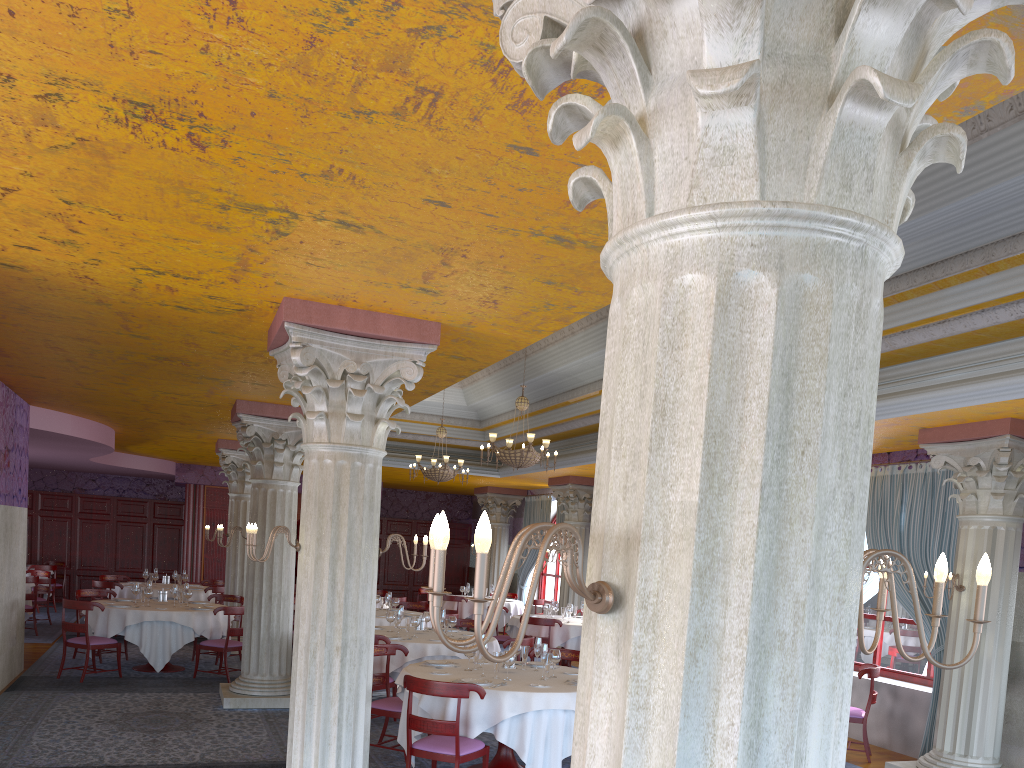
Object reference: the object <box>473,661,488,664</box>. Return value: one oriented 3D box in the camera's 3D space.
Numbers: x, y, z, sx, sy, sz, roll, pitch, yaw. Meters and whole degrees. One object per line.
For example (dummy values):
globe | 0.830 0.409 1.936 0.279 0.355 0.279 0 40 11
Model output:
object | -0.317 2.818 8.662 0.160 0.009 0.160 8 -12 -21

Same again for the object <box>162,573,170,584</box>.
object | -9.440 3.199 17.085 5.652 1.211 0.349 3 3 6

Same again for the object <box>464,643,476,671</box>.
object | -0.403 2.569 8.060 0.123 0.267 0.120 3 2 -30

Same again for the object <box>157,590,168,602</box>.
object | -5.200 3.139 12.751 0.145 0.213 0.071 4 2 -41

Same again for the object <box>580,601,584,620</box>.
object | 1.256 4.041 15.283 0.074 0.339 0.072 2 4 -30

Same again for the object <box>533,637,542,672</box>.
object | 0.248 2.627 8.320 0.074 0.339 0.072 2 4 -30

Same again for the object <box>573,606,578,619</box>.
object | 1.132 4.091 15.331 0.086 0.240 0.085 4 2 4

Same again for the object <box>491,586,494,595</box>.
object | -0.438 4.680 19.180 0.073 0.339 0.073 5 4 15

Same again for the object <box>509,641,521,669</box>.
object | 0.025 2.669 8.428 0.122 0.267 0.122 4 2 15

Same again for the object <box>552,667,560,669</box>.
object | 0.449 2.865 8.651 0.027 0.013 0.236 0 -11 24

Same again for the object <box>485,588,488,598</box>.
object | -0.602 4.832 19.768 0.086 0.240 0.085 4 2 4

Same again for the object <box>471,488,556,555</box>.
object | 3.502 3.043 12.939 2.104 3.603 29.291 4 -10 -21

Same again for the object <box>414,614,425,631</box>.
object | -1.188 3.088 11.090 0.145 0.213 0.071 4 2 -41

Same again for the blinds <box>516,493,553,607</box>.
blinds | 0.490 4.427 20.782 0.245 3.555 1.685 2 2 -20

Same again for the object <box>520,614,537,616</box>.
object | 0.294 4.135 15.303 0.312 0.024 0.318 -5 -14 38

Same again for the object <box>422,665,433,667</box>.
object | -0.755 2.697 8.172 0.252 0.003 0.022 -1 -12 23

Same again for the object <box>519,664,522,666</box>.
object | 0.121 2.873 8.782 0.022 0.003 0.258 -1 -12 23

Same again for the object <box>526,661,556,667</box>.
object | 0.290 2.866 8.743 0.318 0.024 0.313 13 -14 -40

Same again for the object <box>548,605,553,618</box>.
object | 0.667 4.019 15.123 0.086 0.240 0.084 3 3 -19

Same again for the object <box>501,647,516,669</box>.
object | -0.025 2.590 8.113 0.145 0.213 0.071 4 2 -41

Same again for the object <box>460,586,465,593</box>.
object | -1.129 4.724 19.460 0.122 0.267 0.121 4 2 -7

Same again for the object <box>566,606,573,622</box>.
object | 0.973 3.925 14.597 0.121 0.267 0.123 5 2 38

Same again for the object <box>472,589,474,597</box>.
object | -0.862 4.685 19.097 0.086 0.240 0.084 2 3 -41

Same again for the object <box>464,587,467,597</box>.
object | -1.067 4.760 19.561 0.086 0.240 0.084 2 3 -41

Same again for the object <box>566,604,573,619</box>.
object | 1.034 4.083 15.391 0.123 0.267 0.120 3 2 -30

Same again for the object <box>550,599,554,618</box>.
object | 0.715 3.996 15.241 0.073 0.339 0.074 7 4 38

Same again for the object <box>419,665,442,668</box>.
object | -0.767 2.680 8.135 0.255 0.020 0.055 -2 -11 28

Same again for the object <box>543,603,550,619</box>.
object | 0.606 3.983 15.023 0.122 0.267 0.121 4 2 -7

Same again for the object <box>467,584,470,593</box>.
object | -0.980 4.636 19.137 0.073 0.339 0.073 5 4 15

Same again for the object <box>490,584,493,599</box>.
object | -0.478 4.782 19.721 0.073 0.339 0.073 5 4 15

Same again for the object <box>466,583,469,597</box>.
object | -1.020 4.737 19.678 0.073 0.339 0.073 5 4 15

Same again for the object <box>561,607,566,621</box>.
object | 0.873 3.944 14.660 0.086 0.240 0.085 4 2 4

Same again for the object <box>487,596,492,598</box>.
object | -0.435 5.021 20.143 0.315 0.024 0.315 8 -12 -21

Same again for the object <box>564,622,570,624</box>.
object | 0.897 3.974 14.250 0.054 0.020 0.261 -1 -12 28

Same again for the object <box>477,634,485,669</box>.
object | -0.294 2.583 8.278 0.074 0.339 0.072 2 4 -30

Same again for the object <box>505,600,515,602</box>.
object | -0.037 4.854 19.140 0.315 0.024 0.315 8 -12 -21

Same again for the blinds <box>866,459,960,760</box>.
blinds | 4.665 2.644 10.103 0.245 3.555 1.685 2 2 -22

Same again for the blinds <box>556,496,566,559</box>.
blinds | 1.219 4.116 18.919 0.245 3.555 1.685 2 2 -22

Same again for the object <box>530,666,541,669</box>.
object | 0.241 2.832 8.548 0.138 0.011 0.030 -1 -11 26

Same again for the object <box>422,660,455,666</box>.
object | -0.715 2.721 8.340 0.313 0.024 0.317 4 -11 -1

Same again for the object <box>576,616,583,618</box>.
object | 1.299 4.280 15.706 0.315 0.024 0.315 8 -12 -21

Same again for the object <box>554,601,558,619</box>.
object | 0.755 3.895 14.699 0.074 0.339 0.072 3 4 -7

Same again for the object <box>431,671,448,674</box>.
object | -0.658 2.622 7.770 0.160 0.009 0.160 8 -12 -21

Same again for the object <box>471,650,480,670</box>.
object | -0.341 2.606 8.160 0.086 0.240 0.084 2 3 -41

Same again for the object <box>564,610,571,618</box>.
object | 0.984 4.004 15.076 0.145 0.213 0.071 4 2 -41

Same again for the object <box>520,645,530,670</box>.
object | 0.123 2.677 8.368 0.086 0.240 0.084 2 3 -41
